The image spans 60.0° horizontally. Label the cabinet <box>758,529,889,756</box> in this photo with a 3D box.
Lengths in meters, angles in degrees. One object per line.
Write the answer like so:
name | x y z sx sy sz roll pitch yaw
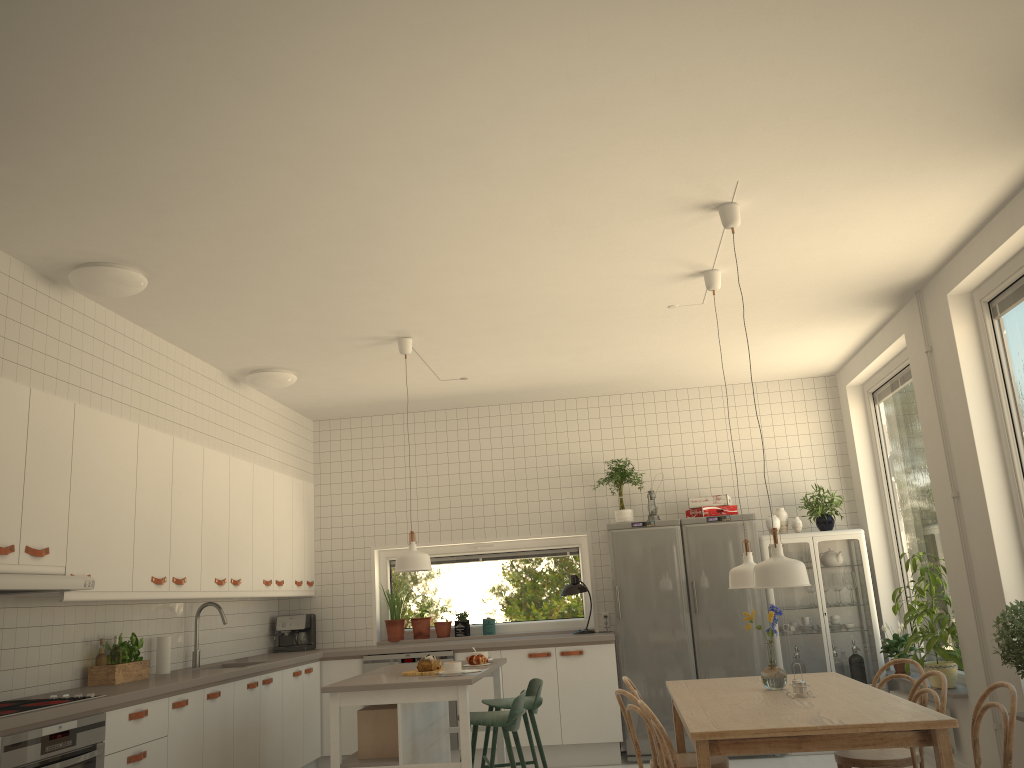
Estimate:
cabinet | 2.373 1.952 6.809 0.789 1.595 0.452 -5 -14 6

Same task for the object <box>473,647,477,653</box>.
object | -0.216 1.706 5.598 0.028 0.086 0.101 9 -19 -42

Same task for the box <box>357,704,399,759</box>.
box | -0.676 1.883 4.842 0.237 0.243 0.357 -5 -14 7

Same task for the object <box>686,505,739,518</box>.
object | 1.601 1.035 7.107 0.309 0.082 0.312 0 -14 -14

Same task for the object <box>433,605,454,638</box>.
object | -0.572 2.004 7.488 0.194 0.278 0.176 3 -15 -26

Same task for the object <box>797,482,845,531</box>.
object | 2.448 0.979 7.018 0.371 0.385 0.372 -10 -15 24

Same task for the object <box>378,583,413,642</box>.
object | -0.985 1.934 7.564 0.300 0.500 0.333 -1 -14 -11

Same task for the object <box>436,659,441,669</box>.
object | -0.446 1.598 5.061 0.083 0.057 0.072 -7 -14 12

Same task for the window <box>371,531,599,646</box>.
window | -0.236 1.751 7.589 1.898 0.817 0.293 -5 -14 6

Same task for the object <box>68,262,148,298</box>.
object | -1.953 -0.488 4.293 0.351 0.101 0.351 8 -18 -40

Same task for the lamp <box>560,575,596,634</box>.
lamp | 0.520 1.780 7.172 0.239 0.466 0.262 -13 -17 34

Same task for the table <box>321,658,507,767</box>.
table | -0.486 2.114 5.137 0.794 0.866 1.421 -5 -14 6

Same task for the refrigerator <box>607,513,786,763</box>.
refrigerator | 1.394 1.963 6.918 1.146 1.781 0.558 -5 -14 6

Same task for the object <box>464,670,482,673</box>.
object | -0.252 1.605 4.950 0.167 0.005 0.166 -4 -13 2

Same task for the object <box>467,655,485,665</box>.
object | -0.230 1.680 5.396 0.070 0.060 0.131 10 -19 -44

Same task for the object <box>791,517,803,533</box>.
object | 2.216 1.096 6.897 0.082 0.126 0.082 2 -15 -21

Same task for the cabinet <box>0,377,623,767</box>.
cabinet | -0.883 1.297 5.131 2.853 2.163 4.836 -5 -14 6

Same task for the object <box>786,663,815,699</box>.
object | 1.249 1.289 3.868 0.095 0.139 0.154 -5 -14 6

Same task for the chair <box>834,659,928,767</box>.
chair | 1.796 1.769 4.281 0.483 0.812 0.385 2 -15 -21

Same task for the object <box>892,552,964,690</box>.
object | 2.620 1.483 5.587 0.485 0.843 0.614 0 -14 -14

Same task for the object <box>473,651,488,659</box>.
object | -0.198 1.718 5.579 0.094 0.060 0.098 -4 -14 3

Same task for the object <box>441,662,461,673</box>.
object | -0.322 1.538 4.803 0.098 0.064 0.094 6 -17 -35

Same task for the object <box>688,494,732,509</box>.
object | 1.593 0.955 7.130 0.312 0.083 0.307 -8 -14 18

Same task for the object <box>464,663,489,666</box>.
object | -0.215 1.708 5.401 0.122 0.005 0.120 -10 -15 23

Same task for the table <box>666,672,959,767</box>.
table | 1.195 1.738 3.821 0.894 0.750 1.794 -5 -14 6

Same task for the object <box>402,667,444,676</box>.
object | -0.462 1.634 5.041 0.237 0.019 0.306 -9 -15 22

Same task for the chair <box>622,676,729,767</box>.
chair | 0.826 1.859 4.391 0.483 0.812 0.385 -6 -14 8

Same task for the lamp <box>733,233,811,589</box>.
lamp | 1.044 0.051 3.786 0.229 1.598 0.229 -15 -18 39

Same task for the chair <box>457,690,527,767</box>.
chair | -0.104 2.049 4.737 0.446 0.753 0.484 -5 -14 5

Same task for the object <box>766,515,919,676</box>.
object | 2.422 1.539 6.554 0.942 1.210 0.261 -9 -15 21

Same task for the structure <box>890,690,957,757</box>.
structure | 2.745 2.242 5.909 0.113 0.276 1.014 -5 -14 6

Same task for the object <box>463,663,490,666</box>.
object | -0.215 1.710 5.396 0.167 0.005 0.166 -4 -13 2

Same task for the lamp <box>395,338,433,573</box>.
lamp | -0.640 0.403 5.509 0.229 1.493 0.229 -5 -14 6

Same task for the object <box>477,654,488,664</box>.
object | -0.183 1.684 5.423 0.060 0.059 0.074 2 -15 -24

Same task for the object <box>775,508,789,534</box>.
object | 2.123 1.081 6.977 0.102 0.206 0.102 -1 -14 -10

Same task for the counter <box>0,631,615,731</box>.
counter | -0.856 1.682 5.036 2.856 0.163 4.837 -5 -14 6

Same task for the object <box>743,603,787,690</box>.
object | 1.222 1.238 4.188 0.144 0.389 0.206 5 -16 -31

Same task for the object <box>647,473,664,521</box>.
object | 1.141 0.911 7.109 0.163 0.384 0.154 -11 -16 28

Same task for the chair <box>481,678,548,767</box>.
chair | 0.004 2.184 5.330 0.446 0.753 0.484 -2 -14 -9

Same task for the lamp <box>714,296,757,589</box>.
lamp | 1.146 0.243 4.616 0.229 1.598 0.229 7 -17 -37

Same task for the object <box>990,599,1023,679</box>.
object | 2.500 1.305 4.205 0.383 0.562 0.394 -5 -14 4

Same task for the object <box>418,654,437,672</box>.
object | -0.478 1.569 4.989 0.086 0.087 0.090 -7 -14 13

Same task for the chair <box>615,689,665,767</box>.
chair | 0.732 1.748 3.902 0.483 0.812 0.385 -1 -14 -11

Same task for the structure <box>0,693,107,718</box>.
structure | -2.156 1.378 3.727 0.504 0.057 0.762 -5 -14 6

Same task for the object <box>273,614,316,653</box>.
object | -1.830 2.073 7.377 0.316 0.293 0.279 -5 -14 7

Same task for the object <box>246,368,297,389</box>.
object | -1.707 -0.024 6.297 0.351 0.101 0.351 8 -18 -40

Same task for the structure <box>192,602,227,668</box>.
structure | -2.031 1.680 5.957 0.236 0.422 0.063 -7 -14 13

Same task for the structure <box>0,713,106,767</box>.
structure | -2.187 1.660 3.672 0.704 0.448 0.681 -5 -14 6

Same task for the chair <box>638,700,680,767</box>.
chair | 0.764 1.627 3.408 0.483 0.812 0.385 -5 -14 3

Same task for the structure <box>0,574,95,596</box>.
structure | -2.234 0.875 3.869 0.482 0.073 0.680 -5 -14 6

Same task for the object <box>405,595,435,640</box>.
object | -0.773 1.979 7.543 0.258 0.370 0.234 -8 -14 17

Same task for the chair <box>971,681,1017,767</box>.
chair | 1.654 1.534 3.259 0.483 0.812 0.385 -6 -14 8

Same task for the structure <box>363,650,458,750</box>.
structure | -0.741 2.495 7.060 0.705 0.711 0.703 -5 -14 6

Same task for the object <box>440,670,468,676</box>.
object | -0.318 1.566 4.798 0.160 0.020 0.160 3 -15 -28

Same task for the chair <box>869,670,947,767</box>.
chair | 1.639 1.653 3.751 0.483 0.812 0.385 -5 -14 3

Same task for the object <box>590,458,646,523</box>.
object | 0.889 0.853 7.149 0.474 0.546 0.467 -9 -14 19

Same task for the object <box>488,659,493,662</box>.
object | -0.197 1.743 5.571 0.160 0.020 0.160 -4 -13 2
